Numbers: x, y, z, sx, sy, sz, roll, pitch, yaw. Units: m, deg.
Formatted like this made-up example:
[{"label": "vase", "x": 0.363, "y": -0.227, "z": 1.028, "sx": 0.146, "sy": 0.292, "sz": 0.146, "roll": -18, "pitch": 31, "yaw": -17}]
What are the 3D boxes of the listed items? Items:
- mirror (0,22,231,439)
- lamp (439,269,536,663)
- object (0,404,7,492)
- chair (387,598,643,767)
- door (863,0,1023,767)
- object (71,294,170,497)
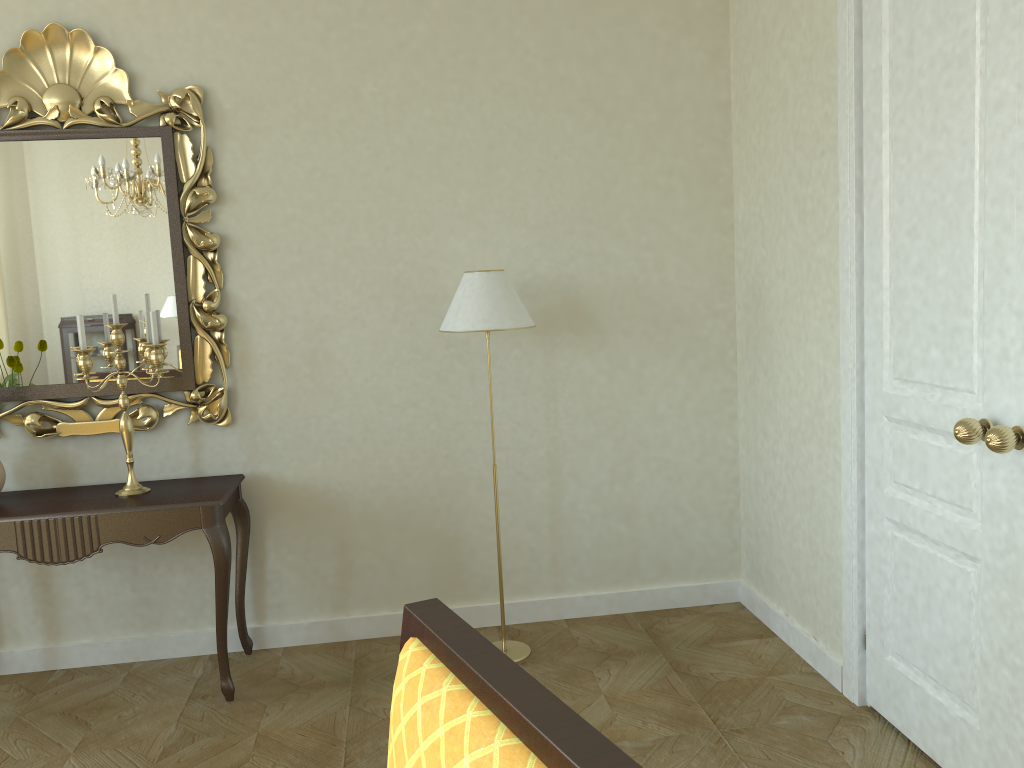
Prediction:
[{"label": "mirror", "x": -1.728, "y": -0.591, "z": 3.499, "sx": 1.117, "sy": 1.612, "sz": 0.082, "roll": -4, "pitch": 6, "yaw": -7}, {"label": "lamp", "x": -0.069, "y": 0.328, "z": 3.537, "sx": 0.381, "sy": 1.552, "sz": 0.381, "roll": -4, "pitch": 6, "yaw": -7}, {"label": "object", "x": -2.029, "y": 0.151, "z": 3.287, "sx": 0.264, "sy": 0.609, "sz": 0.242, "roll": 0, "pitch": 7, "yaw": 22}, {"label": "chair", "x": -0.229, "y": 0.878, "z": 0.795, "sx": 0.671, "sy": 1.083, "sz": 0.730, "roll": -6, "pitch": 7, "yaw": -25}, {"label": "door", "x": 1.197, "y": -0.181, "z": 2.174, "sx": 0.153, "sy": 2.701, "sz": 1.405, "roll": -4, "pitch": 6, "yaw": -7}, {"label": "object", "x": -1.468, "y": 0.041, "z": 3.351, "sx": 0.320, "sy": 0.757, "sz": 0.320, "roll": -6, "pitch": 7, "yaw": -26}]
